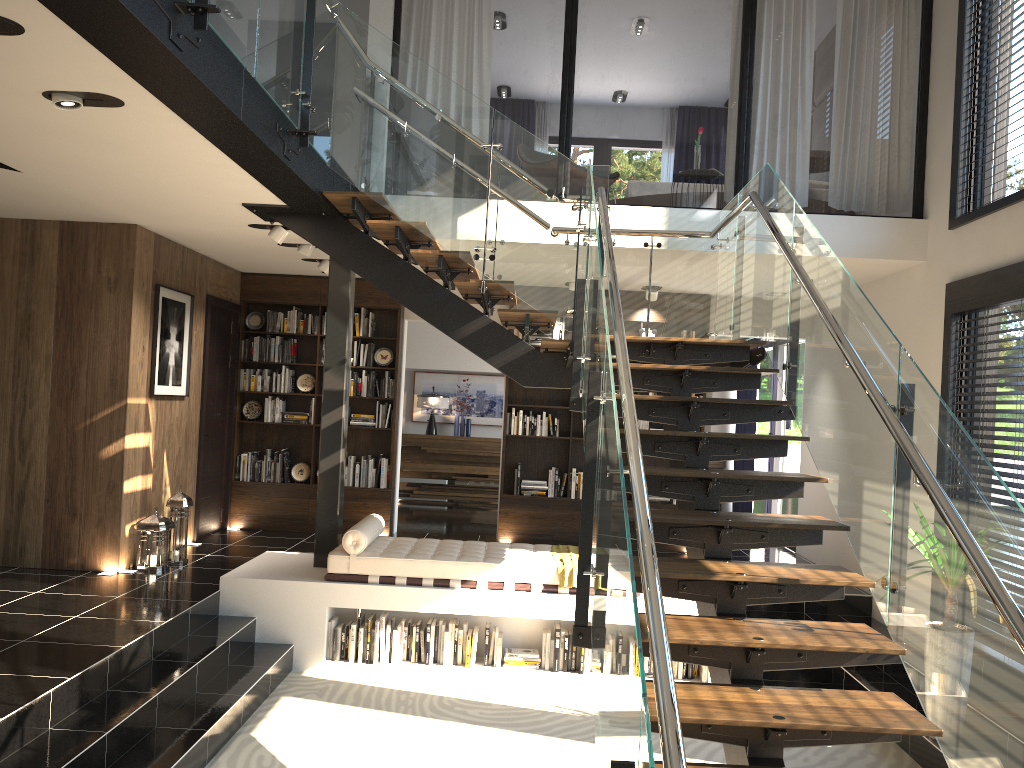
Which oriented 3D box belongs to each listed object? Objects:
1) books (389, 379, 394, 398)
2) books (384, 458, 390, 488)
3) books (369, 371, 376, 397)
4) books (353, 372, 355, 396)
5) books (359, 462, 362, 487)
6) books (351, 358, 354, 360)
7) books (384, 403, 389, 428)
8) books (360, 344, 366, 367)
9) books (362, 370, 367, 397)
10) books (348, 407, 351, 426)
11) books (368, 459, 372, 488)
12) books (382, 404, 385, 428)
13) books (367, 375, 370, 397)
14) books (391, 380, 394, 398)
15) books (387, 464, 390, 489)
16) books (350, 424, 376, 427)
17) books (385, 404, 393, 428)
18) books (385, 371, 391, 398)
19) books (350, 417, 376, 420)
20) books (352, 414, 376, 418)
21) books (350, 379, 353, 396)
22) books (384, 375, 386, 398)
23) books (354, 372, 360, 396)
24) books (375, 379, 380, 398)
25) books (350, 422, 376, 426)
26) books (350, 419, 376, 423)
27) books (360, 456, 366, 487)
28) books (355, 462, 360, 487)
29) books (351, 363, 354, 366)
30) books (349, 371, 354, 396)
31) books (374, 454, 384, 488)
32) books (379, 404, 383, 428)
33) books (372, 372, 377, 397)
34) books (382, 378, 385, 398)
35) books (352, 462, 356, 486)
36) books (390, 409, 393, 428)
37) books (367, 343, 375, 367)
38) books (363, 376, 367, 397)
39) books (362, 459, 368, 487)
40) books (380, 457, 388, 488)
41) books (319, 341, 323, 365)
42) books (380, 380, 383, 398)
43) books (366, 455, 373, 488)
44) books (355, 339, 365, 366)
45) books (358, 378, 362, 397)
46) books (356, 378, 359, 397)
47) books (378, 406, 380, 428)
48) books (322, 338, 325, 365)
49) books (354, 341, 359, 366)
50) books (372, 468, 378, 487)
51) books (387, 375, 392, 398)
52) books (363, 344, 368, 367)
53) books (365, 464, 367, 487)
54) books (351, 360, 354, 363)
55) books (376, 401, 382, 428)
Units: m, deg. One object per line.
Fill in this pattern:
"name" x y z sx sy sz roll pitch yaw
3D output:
"books" -1.270 0.051 9.360 0.023 0.200 0.121 3 -1 1
"books" -1.322 0.943 9.362 0.029 0.306 0.149 3 -1 1
"books" -1.474 0.002 9.362 0.037 0.276 0.179 3 -1 1
"books" -1.654 0.005 9.364 0.014 0.253 0.169 3 -1 1
"books" -1.591 0.953 9.391 0.025 0.260 0.114 3 -1 1
"books" -1.808 -0.268 9.445 0.264 0.021 0.189 3 -1 -1
"books" -1.322 0.332 9.367 0.013 0.267 0.177 3 -1 1
"books" -1.573 -0.301 9.401 0.025 0.235 0.232 3 -1 1
"books" -1.558 -0.004 9.367 0.020 0.281 0.153 3 -1 1
"books" -1.738 0.342 9.384 0.036 0.206 0.215 3 -1 1
"books" -1.489 0.942 9.365 0.018 0.292 0.191 3 -1 1
"books" -1.347 0.337 9.415 0.038 0.257 0.138 3 -1 1
"books" -1.508 0.020 9.379 0.030 0.239 0.146 3 -1 1
"books" -1.247 0.054 9.343 0.026 0.196 0.170 3 -1 1
"books" -1.294 0.974 9.372 0.029 0.247 0.139 3 -1 1
"books" -1.574 0.443 9.403 0.245 0.021 0.159 3 -1 3
"books" -1.292 0.340 9.362 0.047 0.253 0.210 3 -1 1
"books" -1.306 0.009 9.346 0.016 0.278 0.202 3 -1 1
"books" -1.570 0.366 9.407 0.266 0.019 0.157 3 -1 3
"books" -1.569 0.341 9.416 0.239 0.031 0.146 3 -1 1
"books" -1.676 0.040 9.371 0.028 0.180 0.130 3 -1 1
"books" -1.323 0.009 9.365 0.018 0.278 0.114 3 -1 1
"books" -1.637 0.005 9.355 0.021 0.253 0.167 3 -1 1
"books" -1.411 0.046 9.379 0.060 0.196 0.119 3 -1 1
"books" -1.573 0.419 9.392 0.271 0.028 0.174 3 -1 -3
"books" -1.572 0.390 9.401 0.263 0.030 0.159 3 -1 -2
"books" -1.571 0.923 9.366 0.012 0.322 0.177 3 -1 1
"books" -1.622 0.954 9.378 0.037 0.255 0.145 3 -1 1
"books" -1.811 -0.211 9.449 0.239 0.033 0.176 3 -1 -2
"books" -1.698 -0.007 9.367 0.019 0.272 0.175 3 -1 1
"books" -1.402 0.915 9.367 0.065 0.354 0.164 3 -1 1
"books" -1.374 0.340 9.373 0.014 0.246 0.192 3 -1 1
"books" -1.448 0.010 9.355 0.016 0.262 0.155 3 -1 1
"books" -1.345 0.042 9.350 0.020 0.209 0.147 3 -1 1
"books" -1.657 0.955 9.398 0.034 0.250 0.115 3 -1 1
"books" -1.259 0.367 9.390 0.021 0.204 0.169 3 -1 1
"books" -1.496 -0.305 9.402 0.035 0.251 0.196 3 -1 1
"books" -1.537 0.027 9.356 0.027 0.219 0.139 3 -1 1
"books" -1.551 0.942 9.370 0.029 0.286 0.138 3 -1 1
"books" -1.353 0.938 9.370 0.035 0.314 0.168 3 -1 1
"books" -2.013 -0.326 9.452 0.028 0.242 0.194 3 -1 1
"books" -1.368 0.051 9.369 0.026 0.190 0.121 3 -1 1
"books" -1.505 0.921 9.365 0.016 0.332 0.195 3 -1 1
"books" -1.608 -0.328 9.401 0.049 0.286 0.259 3 -1 1
"books" -1.587 0.037 9.347 0.032 0.195 0.183 3 -1 1
"books" -1.615 0.033 9.376 0.026 0.200 0.154 3 -1 1
"books" -1.393 0.350 9.406 0.024 0.226 0.141 3 -1 1
"books" -1.985 -0.343 9.426 0.027 0.279 0.166 3 -1 1
"books" -1.645 -0.319 9.418 0.023 0.264 0.219 3 -1 1
"books" -1.454 0.993 9.394 0.032 0.195 0.134 3 -1 1
"books" -1.290 0.027 9.368 0.018 0.246 0.144 3 -1 1
"books" -1.536 -0.300 9.419 0.047 0.238 0.225 3 -1 1
"books" -1.526 0.961 9.384 0.022 0.250 0.144 3 -1 1
"books" -1.810 -0.243 9.436 0.266 0.030 0.209 3 -1 2
"books" -1.412 0.322 9.384 0.014 0.279 0.202 3 -1 1
